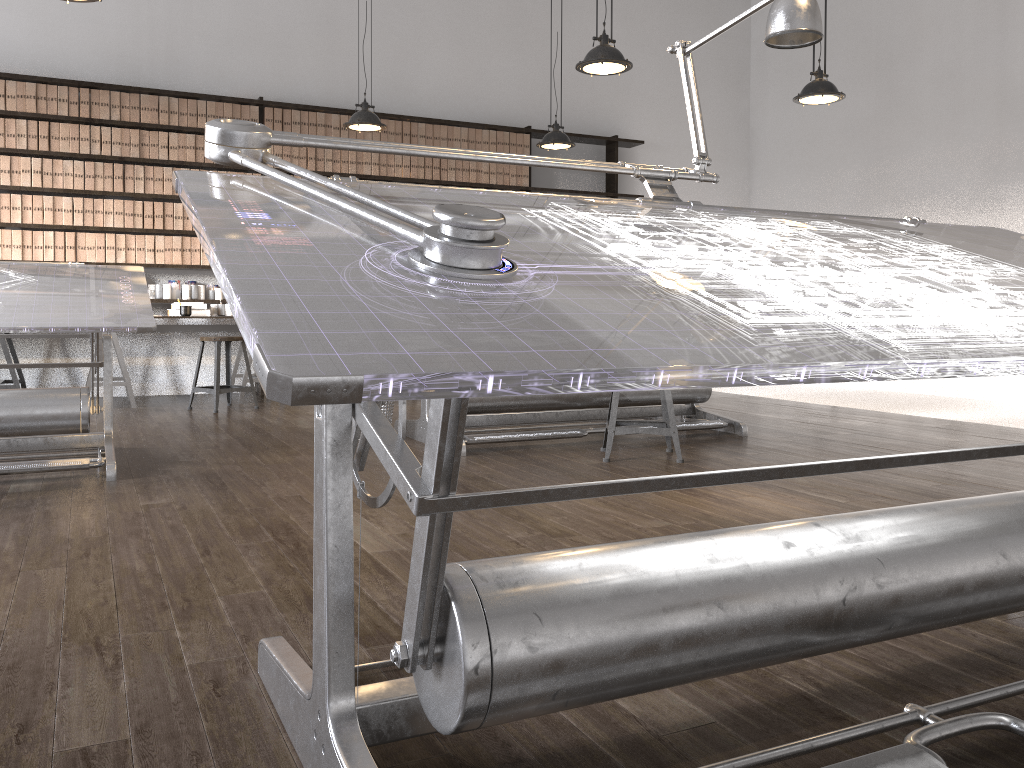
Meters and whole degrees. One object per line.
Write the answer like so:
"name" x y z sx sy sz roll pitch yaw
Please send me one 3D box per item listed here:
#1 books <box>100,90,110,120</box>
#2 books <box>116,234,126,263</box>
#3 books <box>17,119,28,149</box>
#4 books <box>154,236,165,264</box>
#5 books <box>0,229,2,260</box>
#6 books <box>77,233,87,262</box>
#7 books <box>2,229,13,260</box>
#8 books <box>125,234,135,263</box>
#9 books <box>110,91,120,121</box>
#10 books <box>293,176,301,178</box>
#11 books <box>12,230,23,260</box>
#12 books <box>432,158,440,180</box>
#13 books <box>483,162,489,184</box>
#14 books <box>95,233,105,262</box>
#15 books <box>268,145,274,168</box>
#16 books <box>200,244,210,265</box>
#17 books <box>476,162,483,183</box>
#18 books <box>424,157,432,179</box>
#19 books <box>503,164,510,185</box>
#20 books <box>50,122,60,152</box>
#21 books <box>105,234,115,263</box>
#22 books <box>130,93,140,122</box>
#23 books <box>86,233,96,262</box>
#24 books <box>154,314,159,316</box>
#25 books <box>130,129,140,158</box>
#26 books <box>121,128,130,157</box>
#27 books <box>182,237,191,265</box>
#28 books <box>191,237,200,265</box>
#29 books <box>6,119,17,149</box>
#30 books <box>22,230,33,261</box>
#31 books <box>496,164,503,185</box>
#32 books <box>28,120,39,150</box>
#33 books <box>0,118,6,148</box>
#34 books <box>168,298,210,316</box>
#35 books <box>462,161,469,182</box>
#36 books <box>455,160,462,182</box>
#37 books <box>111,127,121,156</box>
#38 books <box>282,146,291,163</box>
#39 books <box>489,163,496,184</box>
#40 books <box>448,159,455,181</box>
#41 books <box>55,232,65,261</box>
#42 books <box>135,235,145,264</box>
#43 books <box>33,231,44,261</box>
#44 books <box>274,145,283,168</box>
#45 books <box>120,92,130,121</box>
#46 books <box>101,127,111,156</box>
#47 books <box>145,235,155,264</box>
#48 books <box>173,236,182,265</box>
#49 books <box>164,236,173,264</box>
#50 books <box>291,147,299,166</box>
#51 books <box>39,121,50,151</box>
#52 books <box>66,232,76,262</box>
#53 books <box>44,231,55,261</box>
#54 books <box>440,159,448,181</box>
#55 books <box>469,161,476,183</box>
"books" -3.151 -2.141 6.853 0.067 0.225 0.175 -1 3 -26
"books" -3.062 -1.053 6.928 0.067 0.225 0.175 -1 3 -26
"books" -3.659 -1.847 6.618 0.067 0.225 0.175 -1 3 -26
"books" -2.808 -1.061 7.051 0.067 0.225 0.175 -1 3 -26
"books" -3.812 -1.028 6.567 0.067 0.225 0.175 -1 3 -26
"books" -3.310 -1.045 6.813 0.067 0.225 0.175 -1 3 -26
"books" -3.756 -1.030 6.596 0.067 0.225 0.175 -1 3 -26
"books" -3.001 -1.055 6.962 0.067 0.225 0.175 -1 3 -26
"books" -3.087 -2.143 6.888 0.067 0.225 0.175 -1 3 -26
"books" -1.835 -1.640 7.505 0.067 0.225 0.175 -1 3 -26
"books" -3.694 -1.031 6.621 0.067 0.225 0.175 -1 3 -26
"books" -0.713 -1.946 8.035 0.067 0.225 0.175 -1 3 -26
"books" -0.277 -1.960 8.248 0.067 0.225 0.175 -1 3 -26
"books" -3.191 -1.048 6.862 0.067 0.225 0.175 -1 3 -26
"books" -2.041 -1.901 7.398 0.067 0.225 0.175 -1 3 -26
"books" -2.502 -1.071 7.197 0.067 0.225 0.175 -1 3 -26
"books" -0.335 -1.958 8.222 0.067 0.225 0.175 -1 3 -26
"books" -0.783 -1.944 8.008 0.067 0.225 0.175 -1 3 -26
"books" -0.088 -1.967 8.343 0.067 0.225 0.175 -1 3 -26
"books" -3.462 -1.854 6.718 0.067 0.225 0.175 -1 3 -26
"books" -3.126 -1.050 6.894 0.067 0.225 0.175 -1 3 -26
"books" -2.963 -2.148 6.950 0.067 0.225 0.175 -1 3 -26
"books" -3.250 -1.047 6.839 0.067 0.225 0.175 -1 3 -26
"books" -2.778 -0.513 6.526 0.355 0.029 0.256 -2 5 -25
"books" -2.964 -1.870 6.951 0.067 0.225 0.175 -1 3 -26
"books" -3.026 -1.869 6.926 0.067 0.225 0.175 -1 3 -26
"books" -2.632 -1.067 7.139 0.067 0.225 0.175 -1 3 -26
"books" -2.568 -1.070 7.170 0.067 0.225 0.175 -1 3 -26
"books" -3.724 -1.846 6.591 0.067 0.225 0.175 -1 3 -26
"books" -3.636 -1.034 6.655 0.067 0.225 0.175 -1 3 -26
"books" -0.150 -1.965 8.311 0.067 0.225 0.175 -1 3 -26
"books" -3.597 -1.850 6.653 0.067 0.225 0.175 -1 3 -26
"books" -3.788 -1.843 6.561 0.067 0.225 0.175 -1 3 -26
"books" -2.497 -0.593 6.857 0.294 0.147 0.386 -2 4 -26
"books" -0.456 -1.954 8.165 0.067 0.225 0.175 -1 3 -26
"books" -0.520 -1.952 8.134 0.067 0.225 0.175 -1 3 -26
"books" -3.082 -1.867 6.897 0.067 0.225 0.175 -1 3 -26
"books" -1.909 -1.905 7.458 0.067 0.225 0.175 -1 3 -26
"books" -0.211 -1.962 8.277 0.067 0.225 0.175 -1 3 -26
"books" -0.582 -1.950 8.099 0.067 0.225 0.175 -1 3 -26
"books" -3.445 -1.040 6.748 0.067 0.225 0.175 -1 3 -26
"books" -2.937 -1.057 6.991 0.067 0.225 0.175 -1 3 -26
"books" -3.572 -1.036 6.686 0.067 0.225 0.175 -1 3 -26
"books" -1.975 -1.903 7.427 0.067 0.225 0.175 -1 3 -26
"books" -3.026 -2.146 6.921 0.067 0.225 0.175 -1 3 -26
"books" -3.146 -1.864 6.864 0.067 0.225 0.175 -1 3 -26
"books" -2.872 -1.059 7.018 0.067 0.225 0.175 -1 3 -26
"books" -2.690 -1.065 7.104 0.067 0.225 0.175 -1 3 -26
"books" -2.752 -1.063 7.079 0.067 0.225 0.175 -1 3 -26
"books" -1.854 -1.908 7.489 0.067 0.225 0.175 -1 3 -26
"books" -3.526 -1.852 6.681 0.067 0.225 0.175 -1 3 -26
"books" -3.374 -1.042 6.776 0.067 0.225 0.175 -1 3 -26
"books" -3.507 -1.038 6.713 0.067 0.225 0.175 -1 3 -26
"books" -0.648 -1.948 8.073 0.067 0.225 0.175 -1 3 -26
"books" -0.393 -1.956 8.189 0.067 0.225 0.175 -1 3 -26
